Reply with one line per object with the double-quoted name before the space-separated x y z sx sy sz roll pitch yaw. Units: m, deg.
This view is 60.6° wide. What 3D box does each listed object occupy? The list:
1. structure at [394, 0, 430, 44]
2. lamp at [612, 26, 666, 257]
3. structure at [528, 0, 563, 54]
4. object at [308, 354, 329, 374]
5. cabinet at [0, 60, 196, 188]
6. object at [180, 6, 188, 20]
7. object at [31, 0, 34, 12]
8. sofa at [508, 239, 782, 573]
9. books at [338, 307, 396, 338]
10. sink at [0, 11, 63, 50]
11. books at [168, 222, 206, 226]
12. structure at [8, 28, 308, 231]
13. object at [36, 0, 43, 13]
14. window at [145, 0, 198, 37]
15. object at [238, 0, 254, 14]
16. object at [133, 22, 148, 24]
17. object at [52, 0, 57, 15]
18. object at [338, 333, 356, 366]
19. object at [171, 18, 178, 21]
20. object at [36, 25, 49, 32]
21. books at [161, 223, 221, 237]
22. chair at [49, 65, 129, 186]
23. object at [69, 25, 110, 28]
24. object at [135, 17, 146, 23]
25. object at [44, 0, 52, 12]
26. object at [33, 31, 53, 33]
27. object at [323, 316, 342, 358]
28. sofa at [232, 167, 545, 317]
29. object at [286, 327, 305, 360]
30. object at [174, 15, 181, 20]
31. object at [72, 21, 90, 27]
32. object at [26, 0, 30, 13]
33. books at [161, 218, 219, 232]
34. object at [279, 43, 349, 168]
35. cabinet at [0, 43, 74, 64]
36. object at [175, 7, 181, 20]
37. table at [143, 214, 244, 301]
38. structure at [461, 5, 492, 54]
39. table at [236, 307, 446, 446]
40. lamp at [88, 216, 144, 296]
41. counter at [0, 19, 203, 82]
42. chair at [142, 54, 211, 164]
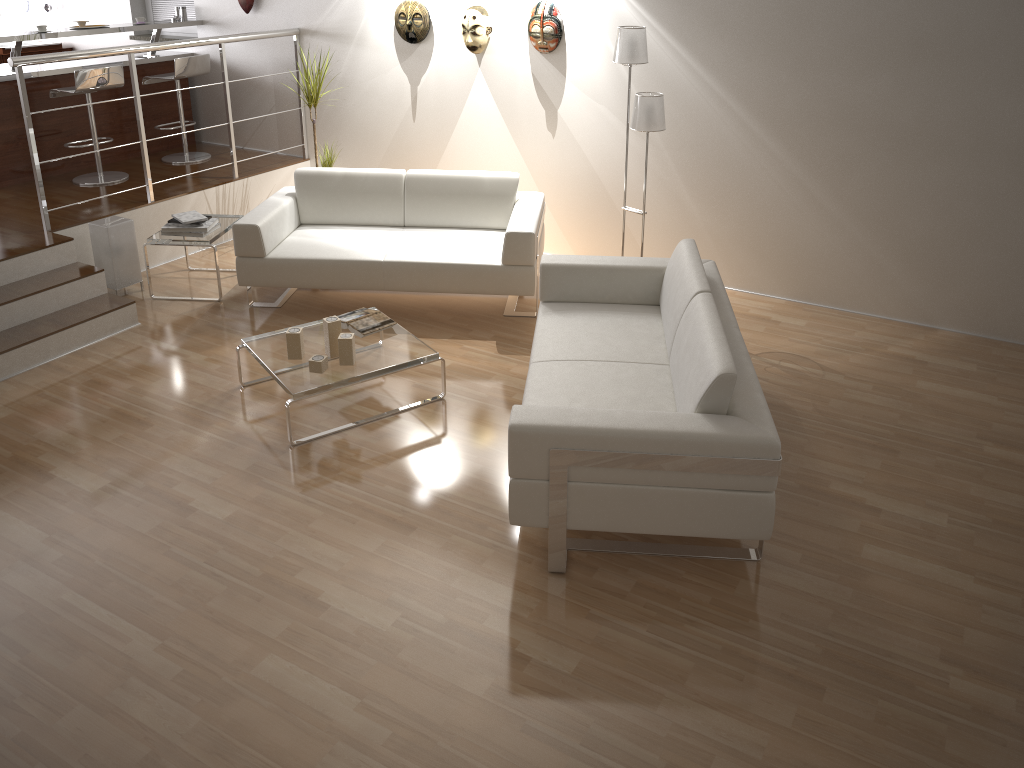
"structure" -0.734 -2.604 6.294 0.321 0.300 0.072 14 24 29
"lamp" 0.729 -1.246 5.162 0.213 1.585 0.376 -15 25 -36
"structure" 0.202 -2.354 5.774 0.268 0.336 0.078 13 24 29
"object" -0.887 -0.098 4.012 0.067 0.070 0.070 6 24 14
"cabinet" -3.553 -2.172 7.065 0.642 0.711 1.927 12 28 27
"object" -2.776 -3.133 7.403 0.053 0.106 0.055 5 22 13
"object" -4.642 -3.773 8.443 0.033 0.358 0.008 12 23 30
"sofa" 0.517 -0.067 3.767 0.906 0.700 1.883 2 26 5
"books" -0.759 -0.321 4.481 0.209 0.053 0.300 -23 34 -39
"sink" -4.703 -3.312 8.211 0.609 0.549 0.700 13 27 28
"books" -2.026 -1.023 5.514 0.216 0.014 0.160 0 26 0
"structure" -2.288 -1.871 6.131 0.058 0.995 2.422 11 27 28
"object" -4.542 -3.742 8.380 0.108 0.358 0.021 12 23 30
"window" -2.977 -3.683 7.648 0.855 1.202 0.147 13 23 29
"object" -2.145 -3.344 6.954 0.151 0.749 0.158 -5 20 -14
"object" -2.988 -2.895 7.033 0.140 0.008 0.137 4 27 9
"object" -4.339 -3.684 8.265 0.072 0.362 0.025 12 23 30
"object" -0.768 -0.168 4.072 0.067 0.143 0.071 0 21 1
"object" -2.845 -3.073 7.381 0.051 0.018 0.053 16 30 30
"object" -3.386 -2.563 6.317 0.079 0.043 0.070 -7 25 -14
"books" -2.026 -0.980 5.529 0.288 0.026 0.239 4 27 9
"chair" -3.081 -1.918 6.447 0.433 0.804 0.402 14 25 32
"object" -3.245 -2.748 6.734 0.221 0.010 0.321 16 30 29
"object" -2.983 -2.920 7.037 0.080 0.043 0.070 -10 26 -20
"object" -4.434 -3.729 8.340 0.092 0.346 0.045 11 23 29
"object" -3.398 -2.538 6.314 0.142 0.008 0.135 16 31 29
"object" -0.848 -0.229 4.149 0.068 0.186 0.069 -13 24 -32
"sofa" -0.707 -0.913 5.480 1.782 0.702 0.957 2 24 5
"object" -1.023 -0.197 4.132 0.067 0.143 0.071 0 21 1
"object" -2.821 -3.085 7.378 0.051 0.043 0.053 -5 24 -11
"object" -3.270 -2.742 6.673 0.131 0.039 0.146 15 30 29
"object" -4.707 -3.782 8.466 0.065 0.362 0.034 11 23 29
"books" -2.026 -1.004 5.521 0.287 0.026 0.240 0 26 0
"object" -1.440 -1.758 6.416 0.451 1.398 0.516 18 27 40
"cabinet" -5.383 -2.290 7.258 0.689 0.757 3.653 12 29 27
"object" -2.830 -3.143 7.426 0.053 0.104 0.055 5 22 13
"table" -2.021 -0.832 5.686 0.464 0.379 0.581 2 24 5
"structure" -0.270 -2.430 6.019 0.246 0.312 0.135 13 24 29
"table" -0.847 -0.074 4.310 0.809 0.237 0.727 -17 30 -31
"lamp" -2.502 -0.802 5.543 0.201 0.456 0.200 12 24 28
"counter" -3.436 -2.680 6.951 0.850 0.302 2.192 14 29 26
"chair" -2.677 -2.240 7.096 0.430 0.804 0.404 10 23 24
